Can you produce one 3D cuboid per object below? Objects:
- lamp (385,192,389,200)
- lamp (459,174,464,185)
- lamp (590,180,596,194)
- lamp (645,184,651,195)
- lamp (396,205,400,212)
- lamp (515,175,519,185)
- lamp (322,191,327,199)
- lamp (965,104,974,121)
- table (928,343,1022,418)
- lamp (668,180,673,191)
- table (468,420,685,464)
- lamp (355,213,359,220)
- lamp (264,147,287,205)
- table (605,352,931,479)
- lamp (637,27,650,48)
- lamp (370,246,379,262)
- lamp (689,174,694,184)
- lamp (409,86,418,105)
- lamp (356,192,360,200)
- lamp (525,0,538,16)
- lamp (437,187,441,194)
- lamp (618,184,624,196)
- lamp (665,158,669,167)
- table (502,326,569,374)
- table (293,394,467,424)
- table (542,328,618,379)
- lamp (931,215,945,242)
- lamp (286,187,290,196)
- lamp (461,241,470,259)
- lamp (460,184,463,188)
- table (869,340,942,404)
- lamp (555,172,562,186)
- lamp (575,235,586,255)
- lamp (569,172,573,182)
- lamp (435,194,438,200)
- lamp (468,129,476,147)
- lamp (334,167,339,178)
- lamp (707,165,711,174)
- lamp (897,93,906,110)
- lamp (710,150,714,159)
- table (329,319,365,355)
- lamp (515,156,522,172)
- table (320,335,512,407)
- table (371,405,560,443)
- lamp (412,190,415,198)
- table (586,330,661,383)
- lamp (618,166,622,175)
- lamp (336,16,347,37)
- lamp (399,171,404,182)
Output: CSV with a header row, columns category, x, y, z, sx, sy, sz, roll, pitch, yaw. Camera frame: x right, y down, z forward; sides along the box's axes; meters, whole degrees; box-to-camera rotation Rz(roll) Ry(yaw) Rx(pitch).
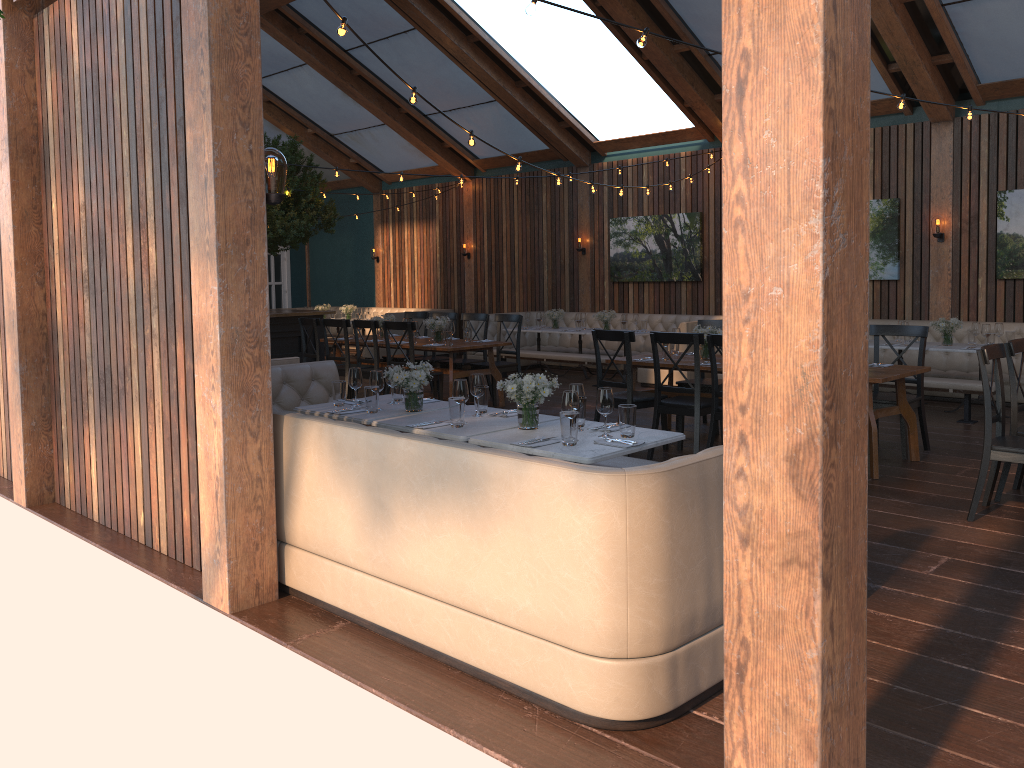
category,x,y,z,sx,sy,sz,roll,pitch,yaw
lamp,-1.985,-2.996,14.090,0.068,0.117,0.056,3,5,41
lamp,-0.598,-2.425,10.493,0.056,0.120,0.056,-3,5,-30
lamp,0.747,-1.810,8.126,0.056,0.120,0.056,-4,5,-40
lamp,1.454,-2.077,9.462,0.056,0.120,0.056,2,5,32
lamp,-2.019,-3.112,15.679,0.066,0.117,0.057,1,4,21
lamp,0.058,-2.500,10.864,0.056,0.117,0.068,0,4,8
lamp,-2.704,-2.733,12.764,0.056,0.119,0.060,1,5,30
lamp,3.442,-2.041,6.654,0.056,0.120,0.056,0,4,13
table,4.796,-0.041,9.034,0.800,0.669,0.801,4,8,44
lamp,1.815,-2.267,10.119,0.056,0.120,0.056,-2,4,-18
table,0.335,0.595,4.496,0.800,0.669,0.801,4,8,44
lamp,-2.693,-2.913,15.363,0.056,0.120,0.056,1,4,22
lamp,-1.144,-0.953,4.160,0.146,0.319,0.178,3,6,44
table,2.029,0.187,7.333,2.436,0.726,0.953,6,9,44
lamp,0.769,-2.032,5.193,0.075,0.114,0.056,-1,4,0
lamp,-2.819,-2.661,18.137,0.146,0.319,0.178,3,6,44
lamp,2.175,-2.496,10.764,0.071,0.115,0.056,-3,4,-23
lamp,-0.604,-1.762,5.397,0.056,0.119,0.059,-2,4,-14
lamp,-2.341,-2.853,13.432,0.060,0.119,0.057,-3,4,-22
lamp,0.107,-2.064,4.814,0.075,0.114,0.056,3,6,43
lamp,-1.265,-3.375,15.401,0.064,0.118,0.056,-4,5,-37
lamp,1.084,-1.926,8.803,0.056,0.120,0.056,-3,4,-26
lamp,2.083,-2.970,11.862,0.056,0.120,0.056,-1,4,-3
table,0.405,-0.503,13.339,0.800,0.669,0.801,4,8,43
table,-0.830,0.473,5.639,0.800,0.669,0.801,4,8,43
table,0.987,-0.442,12.767,0.800,0.669,0.801,4,8,44
lamp,5.031,-1.834,10.440,0.146,0.319,0.178,3,6,44
lamp,-3.070,-2.632,12.101,0.056,0.120,0.056,-2,4,-20
lamp,-0.857,-2.454,16.213,0.146,0.319,0.178,3,6,44
lamp,-0.914,-3.617,16.053,0.056,0.119,0.056,-2,4,-16
table,4.213,-0.102,9.605,0.800,0.669,0.801,4,8,44
lamp,0.392,-1.726,7.449,0.056,0.121,0.056,3,5,43
lamp,1.103,-2.248,14.291,0.146,0.319,0.178,3,6,44
lamp,0.745,-2.619,11.202,0.056,0.120,0.056,-3,4,-24
lamp,-1.371,-3.379,15.982,0.074,0.114,0.056,-5,5,-39
lamp,-0.277,-1.689,6.077,0.056,0.120,0.056,3,5,41
lamp,-1.934,-2.338,9.767,0.056,0.120,0.056,-1,4,-5
lamp,2.537,-2.765,11.396,0.060,0.119,0.056,-3,4,-23
lamp,2.765,-2.005,6.286,0.056,0.119,0.057,2,5,38
lamp,2.747,-3.157,12.179,0.056,0.121,0.056,-3,4,-24
table,-3.340,-0.897,17.010,0.800,0.669,0.801,4,8,44
lamp,0.048,-1.682,6.763,0.056,0.119,0.057,-1,4,5
table,-1.191,-0.152,10.491,2.436,0.726,0.953,6,9,44
table,-0.248,0.534,5.067,0.800,0.669,0.801,4,8,44
lamp,-1.638,-3.171,14.760,0.056,0.120,0.056,1,4,27
table,1.570,-0.381,12.196,0.800,0.669,0.801,4,8,44
lamp,1.404,-2.786,11.546,0.056,0.118,0.064,2,5,38
lamp,-0.905,-1.911,4.725,0.069,0.116,0.056,-4,5,-39
lamp,-1.268,-2.372,10.126,0.056,0.120,0.056,0,4,19
